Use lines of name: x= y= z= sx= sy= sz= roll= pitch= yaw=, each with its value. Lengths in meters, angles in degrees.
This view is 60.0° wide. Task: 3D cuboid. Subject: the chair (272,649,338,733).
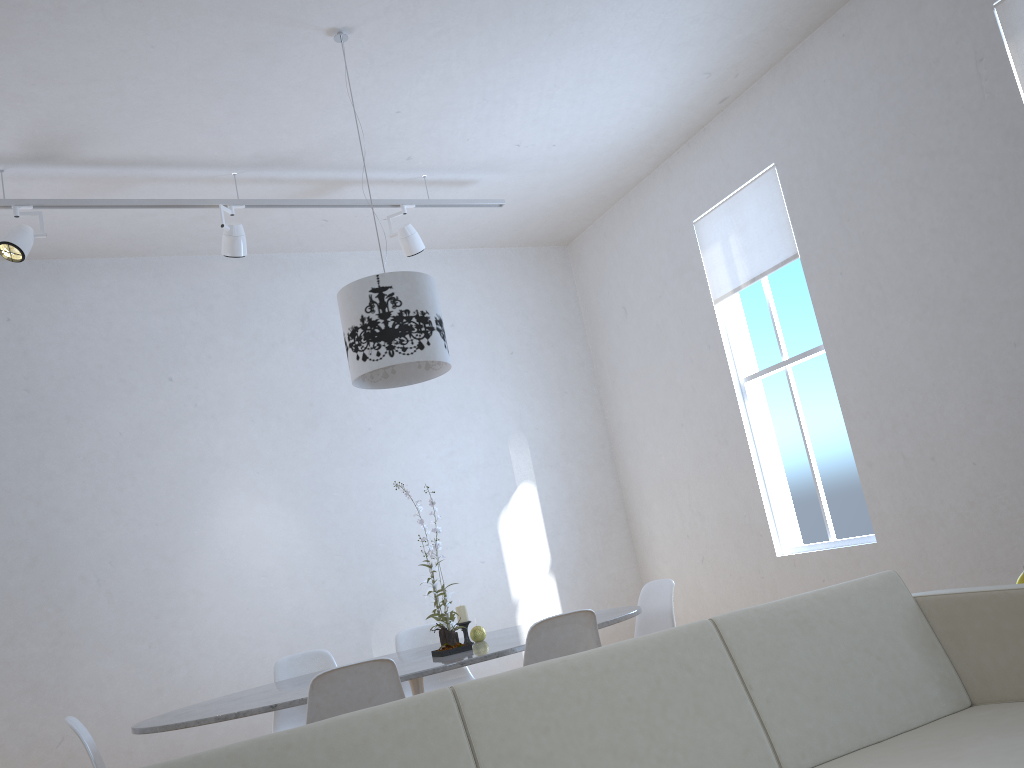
chair: x=-0.805 y=1.290 z=3.674 sx=0.405 sy=0.350 sz=0.422 roll=-6 pitch=-12 yaw=-28

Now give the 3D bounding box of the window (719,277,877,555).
window: x=1.580 y=-0.115 z=5.101 sx=0.073 sy=2.117 sz=0.780 roll=-7 pitch=-11 yaw=-26

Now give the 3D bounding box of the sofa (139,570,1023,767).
sofa: x=0.631 y=0.643 z=1.013 sx=5.329 sy=0.675 sz=9.792 roll=-6 pitch=-13 yaw=-26

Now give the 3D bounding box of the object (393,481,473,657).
object: x=-0.279 y=0.655 z=3.200 sx=0.166 sy=0.635 sz=0.203 roll=-12 pitch=-10 yaw=1

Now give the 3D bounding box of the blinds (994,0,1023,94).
blinds: x=2.382 y=-0.674 z=3.190 sx=0.007 sy=2.099 sz=0.767 roll=-7 pitch=-11 yaw=-26

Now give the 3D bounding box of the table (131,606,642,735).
table: x=-0.304 y=1.307 z=3.200 sx=1.907 sy=0.619 sz=1.078 roll=-6 pitch=-13 yaw=-27

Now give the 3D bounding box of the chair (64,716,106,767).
chair: x=-1.175 y=1.191 z=2.831 sx=0.418 sy=0.350 sz=0.408 roll=-7 pitch=-12 yaw=-24

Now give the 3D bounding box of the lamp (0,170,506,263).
lamp: x=-1.431 y=-0.901 z=4.774 sx=3.113 sy=0.484 sz=0.206 roll=-5 pitch=-12 yaw=-29

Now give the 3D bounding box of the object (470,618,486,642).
object: x=-0.135 y=0.949 z=3.429 sx=0.063 sy=0.091 sz=0.063 roll=-16 pitch=-11 yaw=20

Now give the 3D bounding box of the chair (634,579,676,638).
chair: x=0.482 y=1.020 z=3.654 sx=0.418 sy=0.350 sz=0.408 roll=-7 pitch=-12 yaw=-24

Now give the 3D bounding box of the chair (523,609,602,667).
chair: x=0.117 y=0.961 z=3.006 sx=0.405 sy=0.350 sz=0.422 roll=-6 pitch=-12 yaw=-27

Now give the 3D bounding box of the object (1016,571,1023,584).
object: x=1.354 y=0.547 z=2.283 sx=0.096 sy=0.159 sz=0.096 roll=-14 pitch=-11 yaw=14

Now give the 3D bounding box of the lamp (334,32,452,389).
lamp: x=-0.590 y=-0.772 z=3.655 sx=0.401 sy=1.530 sz=0.400 roll=-17 pitch=-11 yaw=29

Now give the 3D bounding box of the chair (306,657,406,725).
chair: x=-0.497 y=1.030 z=2.724 sx=0.405 sy=0.350 sz=0.422 roll=-7 pitch=-12 yaw=-23

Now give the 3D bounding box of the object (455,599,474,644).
object: x=-0.185 y=0.907 z=3.387 sx=0.059 sy=0.175 sz=0.059 roll=-3 pitch=-13 yaw=-41

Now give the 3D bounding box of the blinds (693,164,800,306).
blinds: x=1.354 y=-0.851 z=5.196 sx=0.007 sy=0.553 sz=0.767 roll=-7 pitch=-12 yaw=-26

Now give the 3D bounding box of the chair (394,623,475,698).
chair: x=-0.325 y=1.237 z=3.899 sx=0.405 sy=0.350 sz=0.422 roll=-7 pitch=-12 yaw=-24
